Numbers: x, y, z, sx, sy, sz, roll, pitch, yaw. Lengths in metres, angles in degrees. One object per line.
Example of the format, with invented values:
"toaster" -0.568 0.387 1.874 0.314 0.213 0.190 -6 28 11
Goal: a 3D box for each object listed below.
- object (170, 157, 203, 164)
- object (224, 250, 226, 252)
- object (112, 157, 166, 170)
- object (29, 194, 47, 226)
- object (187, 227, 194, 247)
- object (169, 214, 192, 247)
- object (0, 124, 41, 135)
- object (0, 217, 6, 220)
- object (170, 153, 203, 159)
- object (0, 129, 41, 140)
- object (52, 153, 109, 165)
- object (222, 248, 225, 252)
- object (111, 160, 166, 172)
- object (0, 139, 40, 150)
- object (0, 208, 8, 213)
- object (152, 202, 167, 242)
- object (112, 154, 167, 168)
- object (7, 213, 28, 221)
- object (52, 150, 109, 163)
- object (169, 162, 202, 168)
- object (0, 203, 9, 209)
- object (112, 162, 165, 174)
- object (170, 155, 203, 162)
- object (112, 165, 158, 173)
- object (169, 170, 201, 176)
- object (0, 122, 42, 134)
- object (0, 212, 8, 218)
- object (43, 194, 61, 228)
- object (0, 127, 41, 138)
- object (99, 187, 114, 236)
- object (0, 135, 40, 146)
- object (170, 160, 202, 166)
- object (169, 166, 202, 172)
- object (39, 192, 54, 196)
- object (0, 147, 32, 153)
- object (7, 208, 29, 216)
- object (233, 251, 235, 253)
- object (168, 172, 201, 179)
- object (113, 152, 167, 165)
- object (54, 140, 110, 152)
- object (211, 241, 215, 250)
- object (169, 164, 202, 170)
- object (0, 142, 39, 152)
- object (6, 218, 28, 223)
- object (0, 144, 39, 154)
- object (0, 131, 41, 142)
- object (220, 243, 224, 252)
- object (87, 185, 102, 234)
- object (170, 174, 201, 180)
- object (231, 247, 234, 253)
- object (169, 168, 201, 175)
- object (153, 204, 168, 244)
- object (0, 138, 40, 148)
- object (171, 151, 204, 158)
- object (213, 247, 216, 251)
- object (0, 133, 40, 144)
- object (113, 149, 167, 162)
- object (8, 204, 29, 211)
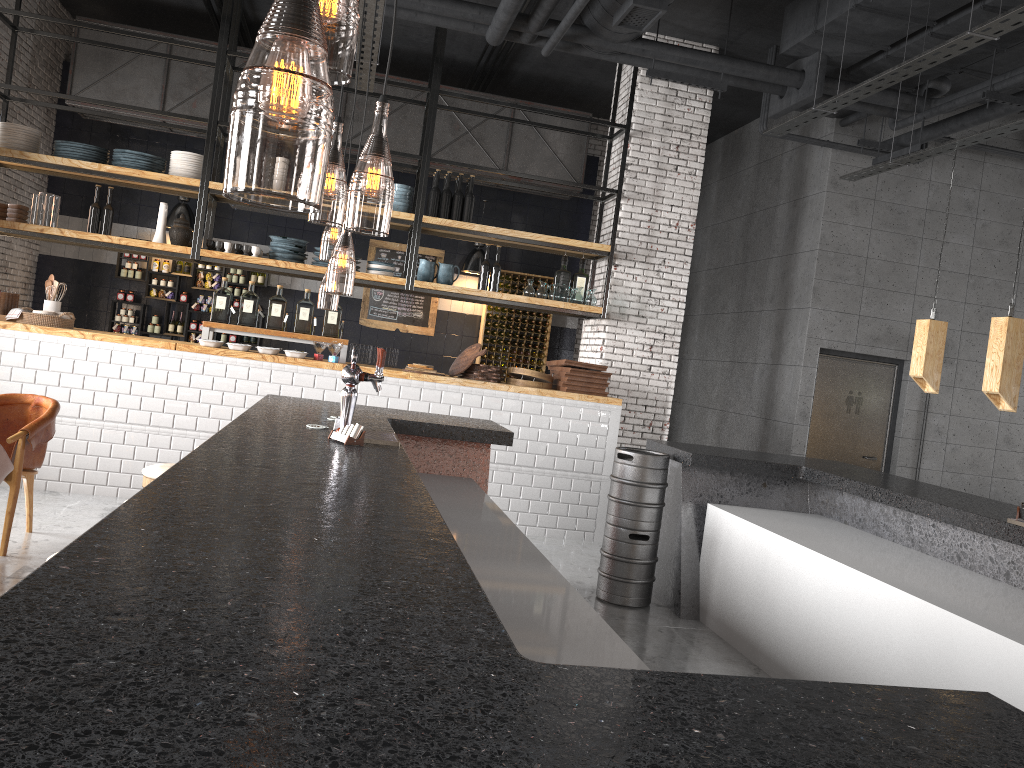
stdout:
"object" -2.926 -1.995 8.041 0.334 0.041 0.335 6 2 -42
"object" -2.681 -1.241 8.245 0.072 0.097 0.072 8 1 8
"object" -3.346 -1.963 7.961 0.454 0.038 0.454 7 2 -10
"object" -4.070 -1.494 7.641 0.107 0.264 0.152 8 1 17
"object" -2.997 -1.340 8.190 0.203 0.213 0.203 8 1 27
"object" -2.984 -1.382 7.986 0.196 0.305 0.196 8 1 27
"object" -4.312 -2.209 7.768 0.334 0.042 0.335 7 2 -15
"object" -4.540 -1.452 7.882 0.157 0.053 0.168 7 1 -11
"object" -2.921 -2.034 8.040 0.334 0.039 0.335 6 2 -36
"object" -4.317 -2.170 7.768 0.334 0.035 0.335 6 2 -35
"object" -3.829 -1.977 7.868 0.454 0.043 0.454 7 1 -8
"object" -2.659 -1.235 8.130 0.072 0.097 0.072 8 1 21
"object" -3.350 -1.941 7.960 0.455 0.042 0.453 9 2 39
"object" -4.330 -2.079 7.769 0.334 0.044 0.335 6 2 -44
"object" -4.530 -1.532 7.882 0.157 0.053 0.168 7 1 -11
"object" -3.198 -1.455 8.083 0.127 0.394 0.126 8 1 29
"object" -3.343 -1.987 7.961 0.454 0.037 0.453 8 2 33
"object" -4.366 -1.472 7.805 0.157 0.053 0.168 7 1 -6
"object" -3.826 -2.001 7.867 0.453 0.044 0.454 7 2 -16
"object" -2.931 -1.957 8.041 0.334 0.039 0.335 7 1 -3
"object" -4.524 -1.573 7.881 0.157 0.053 0.168 7 1 -11
"object" -3.352 -1.917 7.962 0.453 0.045 0.455 6 2 -36
"object" -2.924 -2.015 8.041 0.334 0.044 0.335 6 2 -40
"object" -3.356 -1.893 7.961 0.454 0.033 0.454 7 1 -3
"object" -2.940 -1.883 8.041 0.334 0.037 0.335 6 2 -45
"object" -4.309 -2.228 7.768 0.334 0.039 0.335 7 2 -20
"object" -4.534 -1.496 7.882 0.157 0.053 0.168 7 1 -11
"object" -4.023 -1.501 7.758 0.118 0.293 0.169 7 1 -6
"object" -4.315 -2.190 7.767 0.334 0.040 0.335 7 2 -21
"object" -3.673 -1.555 8.061 0.098 0.471 0.098 7 0 -33
"object" -4.325 -2.117 7.768 0.335 0.038 0.334 8 2 14
"object" -2.929 -1.976 8.040 0.334 0.043 0.335 7 2 -28
"object" -2.935 -1.922 8.042 0.334 0.039 0.335 6 2 -45
"object" -4.137 -1.534 7.883 0.126 0.313 0.179 8 1 21
"object" -4.337 -2.020 7.769 0.335 0.033 0.334 8 2 27
"object" -4.362 -1.508 7.805 0.157 0.053 0.168 7 1 -6
"object" -2.604 -1.232 8.260 0.072 0.097 0.072 7 1 -22
"object" -2.943 -1.865 8.043 0.334 0.046 0.335 7 2 -30
"object" -3.340 -2.011 7.959 0.453 0.050 0.454 6 2 -36
"object" -3.813 -2.095 7.866 0.454 0.050 0.454 8 1 2
"object" -2.712 -1.239 8.000 0.072 0.097 0.072 7 1 -12
"object" -2.933 -1.941 8.040 0.335 0.040 0.334 8 2 34
"object" -4.332 -2.059 7.768 0.334 0.039 0.335 7 2 -24
"object" -4.372 -1.428 7.805 0.157 0.053 0.168 7 1 -6
"object" -4.335 -2.040 7.769 0.335 0.042 0.334 8 2 27
"object" -4.319 -2.151 7.768 0.335 0.038 0.334 8 1 10
"object" -2.637 -1.229 8.015 0.072 0.097 0.072 7 1 -25
"object" -3.778 -1.568 8.041 0.098 0.471 0.098 7 0 -33
"object" -2.945 -1.844 8.042 0.335 0.033 0.334 8 2 27
"object" -2.582 -1.226 8.145 0.072 0.097 0.072 7 1 -23
"object" -2.938 -1.903 8.041 0.335 0.040 0.334 9 2 43
"object" -3.138 -1.426 7.942 0.132 0.360 0.126 8 0 14
"object" -4.327 -2.098 7.767 0.335 0.042 0.334 9 2 39
"object" -2.918 -2.053 8.041 0.334 0.039 0.335 6 2 -37
"object" -2.734 -1.245 8.115 0.072 0.097 0.072 7 1 -23
"object" -4.323 -2.133 7.768 0.335 0.043 0.334 8 2 28
"object" -3.337 -2.034 7.960 0.454 0.039 0.454 8 1 8
"object" -4.356 -1.549 7.805 0.157 0.053 0.168 7 1 -6
